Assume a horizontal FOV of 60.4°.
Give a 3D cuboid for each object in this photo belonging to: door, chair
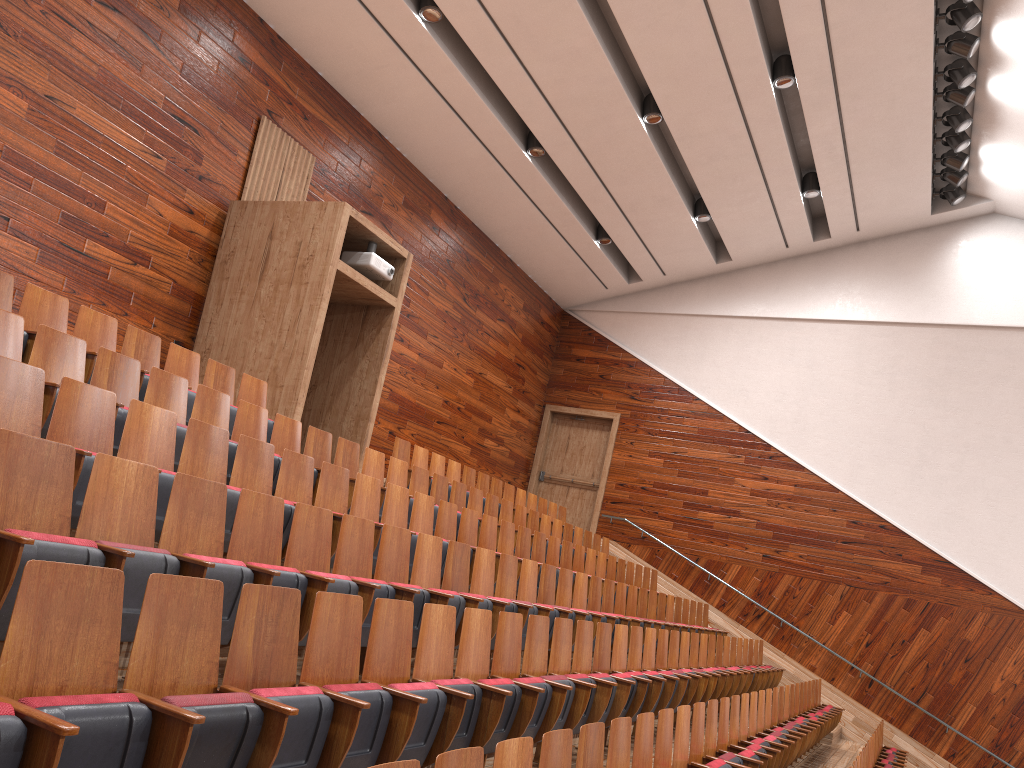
[{"bbox_3d":[0.101,0.161,1.516,0.139,0.236,0.025,9,-5,27],"label":"door"},{"bbox_3d":[0.134,0.245,0.638,0.764,0.367,1.213,7,-12,27],"label":"chair"}]

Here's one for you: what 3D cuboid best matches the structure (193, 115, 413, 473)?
[{"bbox_3d":[-0.201,-0.089,0.861,0.142,0.325,0.119,10,-6,27],"label":"structure"}]

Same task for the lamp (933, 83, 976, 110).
[{"bbox_3d":[0.505,-0.330,1.004,0.044,0.030,0.031,8,-9,27],"label":"lamp"}]

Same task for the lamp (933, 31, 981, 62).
[{"bbox_3d":[0.467,-0.356,0.924,0.044,0.030,0.031,8,-9,27],"label":"lamp"}]

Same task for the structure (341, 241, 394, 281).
[{"bbox_3d":[-0.137,-0.122,0.850,0.040,0.031,0.039,8,-10,27],"label":"structure"}]

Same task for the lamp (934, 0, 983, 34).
[{"bbox_3d":[0.447,-0.369,0.881,0.044,0.031,0.031,8,-9,27],"label":"lamp"}]

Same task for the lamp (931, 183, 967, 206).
[{"bbox_3d":[0.606,-0.264,1.219,0.044,0.031,0.031,8,-9,27],"label":"lamp"}]

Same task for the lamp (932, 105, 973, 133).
[{"bbox_3d":[0.527,-0.316,1.050,0.044,0.031,0.031,8,-9,27],"label":"lamp"}]

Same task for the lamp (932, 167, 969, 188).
[{"bbox_3d":[0.584,-0.278,1.173,0.044,0.030,0.031,8,-9,27],"label":"lamp"}]

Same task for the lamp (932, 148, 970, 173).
[{"bbox_3d":[0.567,-0.289,1.137,0.044,0.030,0.031,8,-9,27],"label":"lamp"}]

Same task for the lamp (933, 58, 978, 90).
[{"bbox_3d":[0.488,-0.342,0.969,0.044,0.031,0.031,8,-9,27],"label":"lamp"}]

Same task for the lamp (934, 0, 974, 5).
[{"bbox_3d":[0.429,-0.382,0.841,0.044,0.031,0.031,8,-9,27],"label":"lamp"}]

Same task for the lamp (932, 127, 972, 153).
[{"bbox_3d":[0.546,-0.303,1.091,0.044,0.031,0.031,8,-9,27],"label":"lamp"}]
